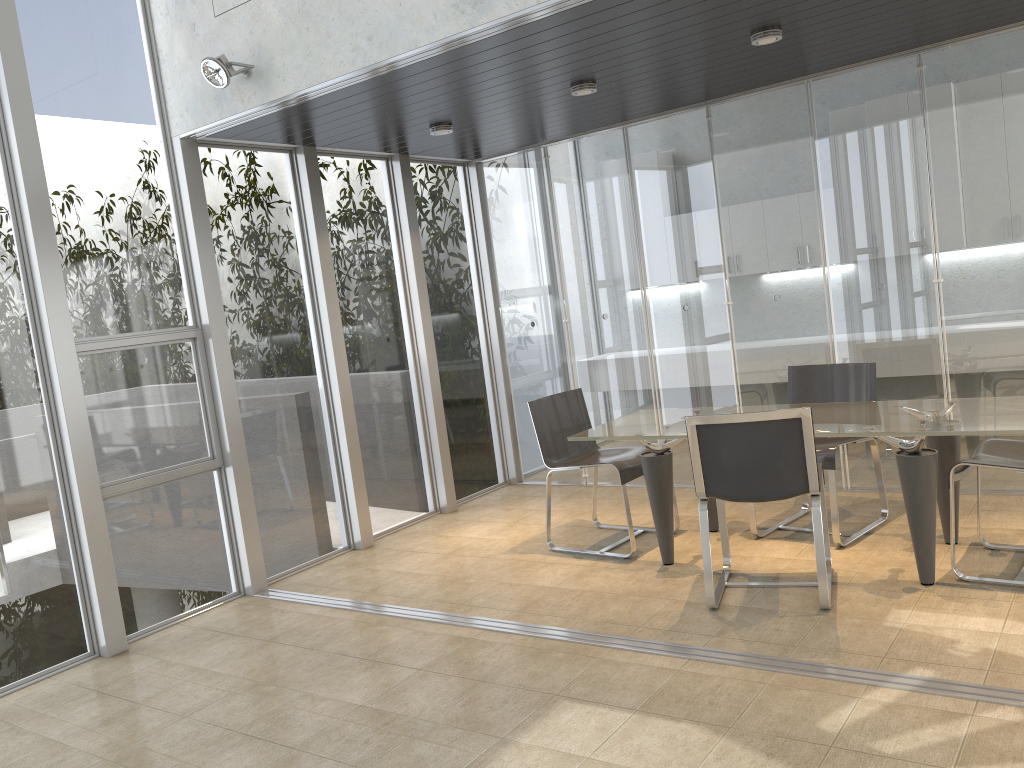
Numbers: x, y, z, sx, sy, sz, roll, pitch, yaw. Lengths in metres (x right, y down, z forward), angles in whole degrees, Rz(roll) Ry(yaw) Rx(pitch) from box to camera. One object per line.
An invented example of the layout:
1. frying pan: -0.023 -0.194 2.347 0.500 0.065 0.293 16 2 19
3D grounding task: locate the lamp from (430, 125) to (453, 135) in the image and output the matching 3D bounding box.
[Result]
1. lamp: -0.454 -1.634 5.706 0.149 0.038 0.149 -12 7 -39

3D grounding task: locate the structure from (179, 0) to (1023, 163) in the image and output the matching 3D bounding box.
1. structure: -1.833 -1.730 1.872 9.817 6.605 10.665 -4 7 35

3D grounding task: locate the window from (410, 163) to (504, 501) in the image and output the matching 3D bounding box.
1. window: -0.456 -0.420 7.083 0.010 2.645 0.741 -3 7 36

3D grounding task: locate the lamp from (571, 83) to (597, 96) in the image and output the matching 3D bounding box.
1. lamp: 0.411 -1.687 5.077 0.149 0.038 0.149 -12 7 -39

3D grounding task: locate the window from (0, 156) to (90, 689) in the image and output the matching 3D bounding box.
1. window: -2.750 -1.350 4.004 0.010 5.650 0.741 -3 7 36

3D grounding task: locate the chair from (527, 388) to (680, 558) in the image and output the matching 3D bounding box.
1. chair: 0.553 0.511 5.382 0.660 0.922 0.546 -3 7 41

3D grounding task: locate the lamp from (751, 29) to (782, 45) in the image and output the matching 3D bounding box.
1. lamp: 1.277 -1.739 4.448 0.149 0.038 0.149 -12 7 -39

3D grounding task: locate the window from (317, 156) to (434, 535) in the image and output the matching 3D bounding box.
1. window: -0.981 -0.283 6.348 0.010 2.645 0.741 -3 7 36

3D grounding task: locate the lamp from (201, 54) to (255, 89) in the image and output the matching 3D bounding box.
1. lamp: -1.453 -1.576 4.493 0.197 0.154 0.228 -3 7 36

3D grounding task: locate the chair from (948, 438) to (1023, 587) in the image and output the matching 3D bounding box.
1. chair: 2.395 0.400 4.037 0.660 0.922 0.546 -3 7 41

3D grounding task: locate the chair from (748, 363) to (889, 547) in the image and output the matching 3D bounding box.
1. chair: 1.736 0.385 5.092 0.660 0.922 0.546 -13 7 -44

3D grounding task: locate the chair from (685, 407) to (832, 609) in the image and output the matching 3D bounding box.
1. chair: 1.193 0.538 4.219 0.546 0.922 0.660 -5 6 21

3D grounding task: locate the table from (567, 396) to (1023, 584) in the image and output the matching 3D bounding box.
1. table: 1.523 0.538 4.702 2.250 0.733 0.900 -3 7 36

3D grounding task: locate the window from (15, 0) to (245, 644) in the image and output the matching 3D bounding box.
1. window: -2.212 -1.489 4.730 0.050 5.700 0.800 -3 7 36

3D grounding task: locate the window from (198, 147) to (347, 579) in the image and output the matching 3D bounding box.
1. window: -1.507 -0.145 5.614 0.010 2.645 0.741 -3 7 36
